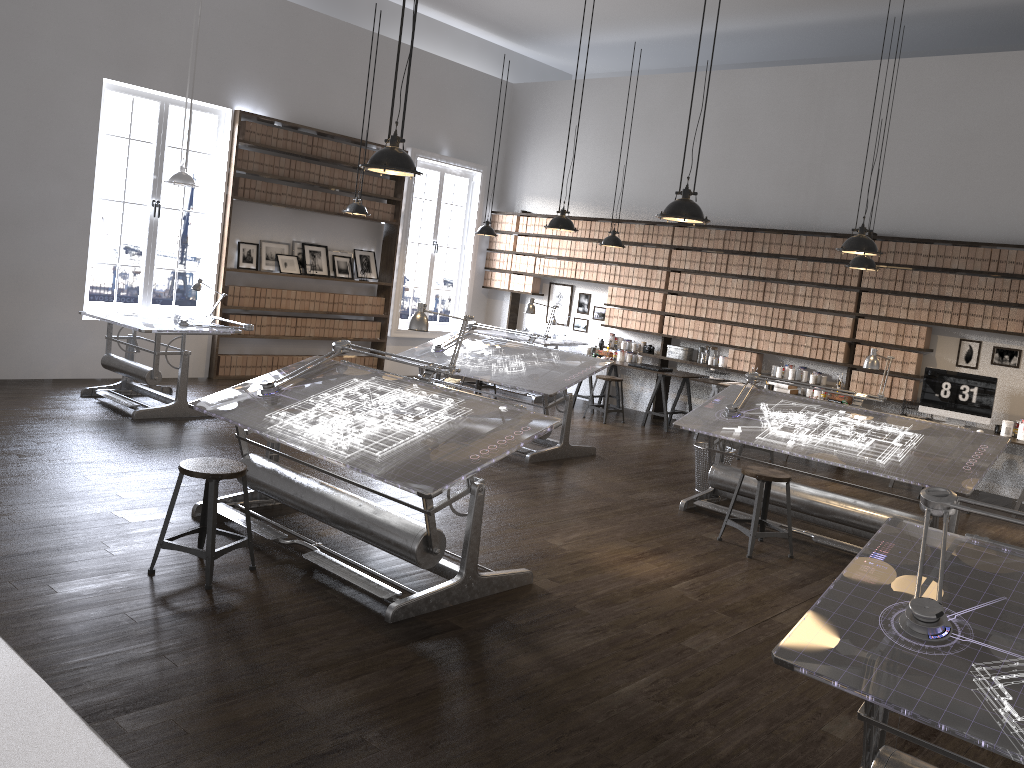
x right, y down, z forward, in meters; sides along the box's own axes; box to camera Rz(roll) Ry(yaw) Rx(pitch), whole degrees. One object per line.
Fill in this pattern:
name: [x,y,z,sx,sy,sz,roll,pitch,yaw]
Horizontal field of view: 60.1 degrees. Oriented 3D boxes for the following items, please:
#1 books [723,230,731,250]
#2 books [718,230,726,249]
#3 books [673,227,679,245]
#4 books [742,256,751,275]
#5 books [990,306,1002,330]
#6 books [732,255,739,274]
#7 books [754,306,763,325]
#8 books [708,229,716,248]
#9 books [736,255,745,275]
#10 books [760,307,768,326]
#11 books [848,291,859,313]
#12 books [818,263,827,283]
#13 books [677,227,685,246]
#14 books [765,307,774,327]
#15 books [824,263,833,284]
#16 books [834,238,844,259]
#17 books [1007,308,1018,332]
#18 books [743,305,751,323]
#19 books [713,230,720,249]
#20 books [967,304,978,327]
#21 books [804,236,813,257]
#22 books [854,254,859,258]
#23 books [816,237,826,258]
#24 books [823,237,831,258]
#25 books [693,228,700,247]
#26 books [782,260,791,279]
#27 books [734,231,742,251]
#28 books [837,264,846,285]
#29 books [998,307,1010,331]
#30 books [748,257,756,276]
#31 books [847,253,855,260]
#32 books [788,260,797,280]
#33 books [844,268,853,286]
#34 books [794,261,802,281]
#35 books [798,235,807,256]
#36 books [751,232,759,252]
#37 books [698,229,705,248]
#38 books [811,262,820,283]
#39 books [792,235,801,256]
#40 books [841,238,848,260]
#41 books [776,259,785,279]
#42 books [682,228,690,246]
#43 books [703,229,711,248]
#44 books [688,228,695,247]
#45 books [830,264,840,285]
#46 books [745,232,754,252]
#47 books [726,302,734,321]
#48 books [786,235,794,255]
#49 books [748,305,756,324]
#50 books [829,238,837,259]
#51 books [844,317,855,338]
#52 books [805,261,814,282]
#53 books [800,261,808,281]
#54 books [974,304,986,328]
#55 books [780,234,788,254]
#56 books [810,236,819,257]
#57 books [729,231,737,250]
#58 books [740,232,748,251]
books: [2.571,-1.684,10.426,0.067,0.225,0.174,11,7,41]
books: [2.518,-1.696,10.465,0.067,0.225,0.174,11,7,41]
books: [2.062,-1.805,10.877,0.067,0.224,0.174,11,7,41]
books: [2.746,-1.361,10.252,0.067,0.225,0.174,11,7,41]
books: [4.681,-0.631,8.530,0.067,0.225,0.174,11,7,41]
books: [2.649,-1.384,10.344,0.067,0.224,0.174,11,7,41]
books: [2.851,-0.775,10.139,0.067,0.225,0.174,11,7,41]
books: [2.424,-1.719,10.553,0.067,0.224,0.174,11,7,41]
books: [2.693,-1.373,10.299,0.067,0.225,0.174,11,7,41]
books: [2.905,-0.763,10.092,0.067,0.225,0.174,11,7,41]
books: [3.657,-0.867,9.438,0.067,0.225,0.174,11,7,41]
books: [3.416,-1.203,9.664,0.067,0.225,0.174,11,7,41]
books: [2.106,-1.794,10.832,0.067,0.225,0.174,11,7,41]
books: [2.954,-0.752,10.053,0.067,0.224,0.174,11,7,41]
books: [3.465,-1.191,9.615,0.067,0.225,0.174,11,7,41]
books: [3.554,-1.450,9.543,0.067,0.225,0.174,11,7,41]
books: [4.785,-0.605,8.433,0.067,0.224,0.174,11,7,41]
books: [2.751,-0.800,10.239,0.067,0.225,0.174,11,7,41]
books: [2.471,-1.708,10.513,0.067,0.224,0.174,11,7,41]
books: [4.526,-0.667,8.667,0.067,0.224,0.174,11,7,41]
books: [3.306,-1.511,9.773,0.067,0.225,0.174,11,7,41]
books: [3.710,-1.414,9.406,0.067,0.225,0.174,11,7,41]
books: [3.405,-1.486,9.677,0.067,0.225,0.174,11,7,41]
books: [3.460,-1.473,9.630,0.067,0.224,0.174,11,7,41]
books: [2.269,-1.756,10.696,0.067,0.225,0.174,11,7,41]
books: [3.111,-1.275,9.934,0.067,0.225,0.174,11,7,41]
books: [2.673,-1.659,10.329,0.067,0.225,0.174,11,7,41]
books: [3.573,-1.165,9.518,0.067,0.225,0.174,11,7,41]
books: [4.731,-0.618,8.483,0.067,0.225,0.174,11,7,41]
books: [2.802,-1.348,10.207,0.067,0.225,0.174,11,7,41]
books: [3.660,-1.426,9.456,0.067,0.225,0.174,11,7,41]
books: [3.161,-1.263,9.885,0.067,0.225,0.174,11,7,41]
books: [3.631,-1.152,9.473,0.067,0.224,0.174,11,7,41]
books: [3.215,-1.250,9.839,0.067,0.224,0.174,11,7,41]
books: [3.251,-1.523,9.816,0.067,0.225,0.174,11,7,41]
books: [2.839,-1.621,10.188,0.067,0.224,0.174,11,7,41]
books: [2.319,-1.744,10.649,0.067,0.225,0.174,11,7,41]
books: [3.363,-1.215,9.711,0.067,0.225,0.174,11,7,41]
books: [3.196,-1.535,9.861,0.067,0.225,0.174,11,7,41]
books: [3.608,-1.439,9.503,0.067,0.225,0.174,11,7,41]
books: [3.061,-1.287,9.982,0.067,0.225,0.174,11,7,41]
books: [2.159,-1.781,10.784,0.067,0.225,0.174,11,7,41]
books: [2.369,-1.732,10.599,0.067,0.225,0.174,11,7,41]
books: [2.215,-1.768,10.739,0.067,0.225,0.174,11,7,41]
books: [3.521,-1.178,9.571,0.067,0.225,0.174,11,7,41]
books: [2.781,-1.634,10.232,0.067,0.225,0.174,11,7,41]
books: [2.591,-0.837,10.376,0.067,0.224,0.174,11,7,41]
books: [3.142,-1.548,9.909,0.067,0.225,0.174,11,7,41]
books: [2.800,-0.788,10.190,0.067,0.225,0.174,11,7,41]
books: [3.508,-1.462,9.590,0.067,0.224,0.174,11,7,41]
books: [3.622,-0.593,9.454,0.067,0.225,0.174,11,7,41]
books: [3.309,-1.227,9.751,0.067,0.225,0.174,11,7,41]
books: [3.263,-1.239,9.799,0.067,0.224,0.174,11,7,41]
books: [4.571,-0.655,8.618,0.067,0.225,0.174,11,7,41]
books: [3.098,-1.559,9.954,0.067,0.224,0.174,11,7,41]
books: [3.356,-1.498,9.726,0.067,0.225,0.174,11,7,41]
books: [2.624,-1.672,10.379,0.067,0.225,0.174,11,7,41]
books: [2.729,-1.647,10.286,0.067,0.225,0.174,11,7,41]
